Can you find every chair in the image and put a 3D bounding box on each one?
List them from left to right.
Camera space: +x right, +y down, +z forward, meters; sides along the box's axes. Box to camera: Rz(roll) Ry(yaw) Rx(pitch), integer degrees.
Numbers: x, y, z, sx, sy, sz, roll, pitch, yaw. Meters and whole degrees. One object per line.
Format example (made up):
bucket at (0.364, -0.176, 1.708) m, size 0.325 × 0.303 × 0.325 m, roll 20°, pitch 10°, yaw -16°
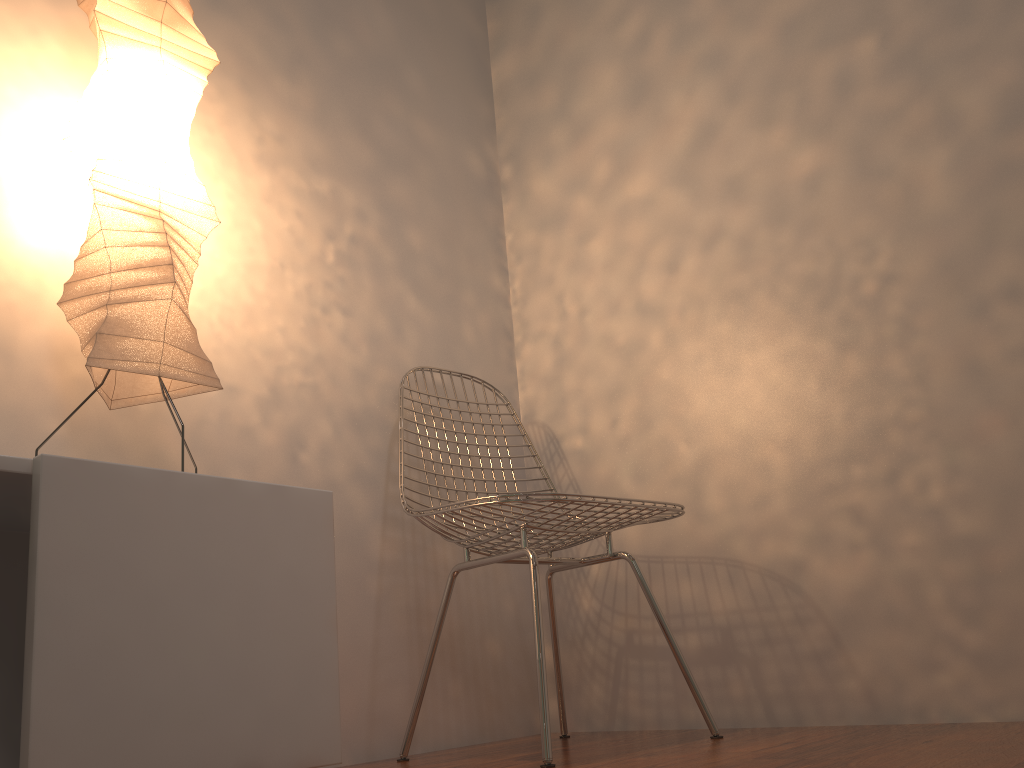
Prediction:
chair at (0.042, 0.313, 1.888) m, size 0.544 × 0.881 × 0.572 m, roll 8°, pitch -19°, yaw -39°

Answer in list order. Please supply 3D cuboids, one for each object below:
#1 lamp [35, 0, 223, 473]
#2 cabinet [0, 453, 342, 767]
lamp at (-0.631, -0.321, 1.492) m, size 0.270 × 1.074 × 0.267 m, roll -3°, pitch -14°, yaw -6°
cabinet at (-0.996, 0.222, 0.722) m, size 0.408 × 0.381 × 1.845 m, roll -17°, pitch -22°, yaw 37°
